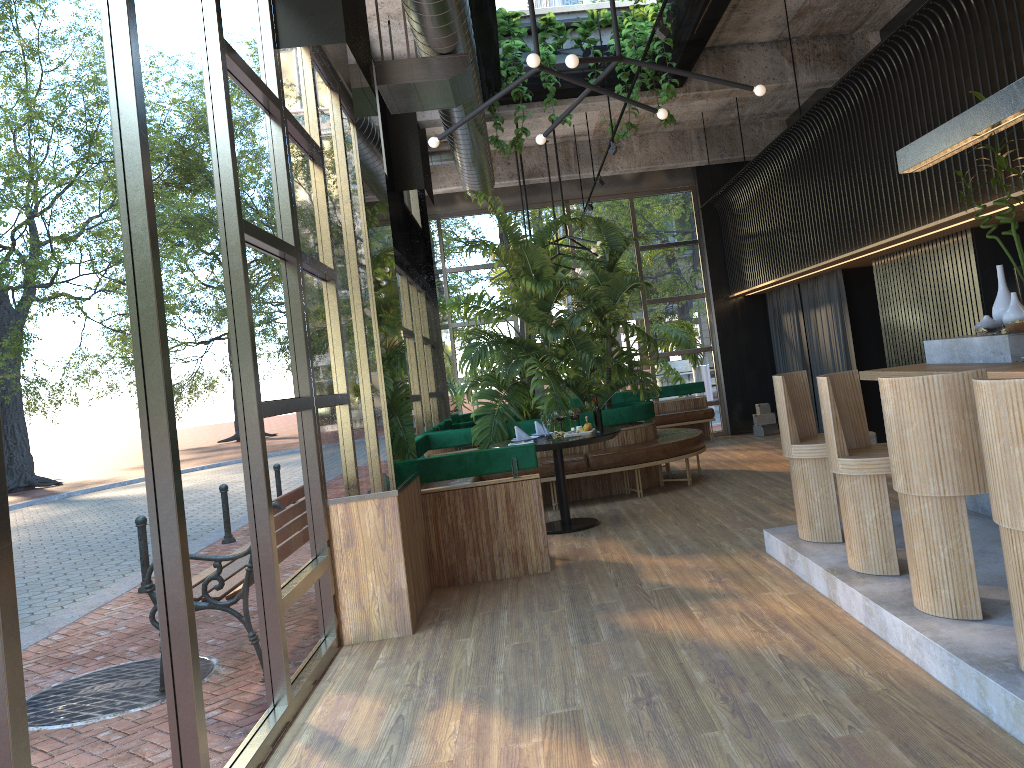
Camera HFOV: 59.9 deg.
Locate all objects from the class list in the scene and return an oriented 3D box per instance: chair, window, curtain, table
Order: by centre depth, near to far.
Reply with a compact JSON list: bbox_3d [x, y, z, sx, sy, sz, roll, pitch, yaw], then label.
[{"bbox_3d":[1.869,0.434,2.902,0.575,0.971,0.518,-5,-3,-42],"label":"chair"},{"bbox_3d":[0.606,-2.048,3.240,4.165,6.504,20.217,-7,0,1],"label":"window"},{"bbox_3d":[1.882,0.421,3.714,0.529,0.971,0.565,-8,-2,22],"label":"chair"},{"bbox_3d":[1.874,0.412,4.459,0.571,0.971,0.522,-6,-2,-27],"label":"chair"},{"bbox_3d":[1.885,0.400,5.265,0.541,0.971,0.553,-7,-2,8],"label":"chair"},{"bbox_3d":[0.411,0.817,7.394,1.153,0.752,1.045,-7,-1,-33],"label":"table"},{"bbox_3d":[3.837,-0.337,11.487,0.122,2.062,3.251,-7,0,1],"label":"curtain"}]

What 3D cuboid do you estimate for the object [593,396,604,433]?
[{"bbox_3d":[0.706,0.251,7.325,0.067,0.299,0.070,-8,-3,14],"label":"object"}]

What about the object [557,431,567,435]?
[{"bbox_3d":[0.419,0.420,7.568,0.097,0.028,0.129,-7,1,13],"label":"object"}]

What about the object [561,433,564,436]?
[{"bbox_3d":[0.421,0.421,7.414,0.032,0.031,0.040,-8,-1,23],"label":"object"}]

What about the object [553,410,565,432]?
[{"bbox_3d":[0.414,0.333,7.704,0.105,0.201,0.099,-6,-2,-13],"label":"object"}]

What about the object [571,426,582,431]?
[{"bbox_3d":[0.587,0.376,7.541,0.193,0.038,0.064,-7,0,31],"label":"object"}]

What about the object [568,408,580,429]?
[{"bbox_3d":[0.543,0.317,7.673,0.105,0.201,0.099,-6,-2,-13],"label":"object"}]

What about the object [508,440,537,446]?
[{"bbox_3d":[0.095,0.472,7.174,0.257,0.019,0.156,-7,1,-3],"label":"object"}]

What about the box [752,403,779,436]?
[{"bbox_3d":[3.577,0.499,12.580,0.340,0.443,0.273,-7,-2,-13],"label":"box"}]

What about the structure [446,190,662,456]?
[{"bbox_3d":[0.447,-0.515,9.807,2.505,3.442,2.586,-7,-2,-17],"label":"structure"}]

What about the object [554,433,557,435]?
[{"bbox_3d":[0.366,0.429,7.590,0.024,0.025,0.047,-7,0,18],"label":"object"}]

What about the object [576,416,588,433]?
[{"bbox_3d":[0.580,0.335,7.352,0.144,0.124,0.096,-7,-2,-21],"label":"object"}]

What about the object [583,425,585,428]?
[{"bbox_3d":[0.646,0.369,7.643,0.059,0.072,0.207,-7,0,-9],"label":"object"}]

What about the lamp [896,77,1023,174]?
[{"bbox_3d":[3.700,-2.566,2.795,5.052,2.136,6.638,-7,0,-7],"label":"lamp"}]

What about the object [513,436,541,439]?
[{"bbox_3d":[0.112,0.463,7.679,0.166,0.019,0.242,-8,1,-42],"label":"object"}]

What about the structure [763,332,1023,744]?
[{"bbox_3d":[4.381,-0.114,2.544,5.887,1.733,7.072,-7,1,-2],"label":"structure"}]

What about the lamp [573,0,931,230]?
[{"bbox_3d":[0.921,-2.591,7.807,3.822,1.534,9.936,-7,1,-3],"label":"lamp"}]

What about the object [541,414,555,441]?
[{"bbox_3d":[0.298,0.350,7.186,0.100,0.209,0.110,-8,-3,33],"label":"object"}]

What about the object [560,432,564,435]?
[{"bbox_3d":[0.423,0.419,7.505,0.033,0.032,0.037,-7,-1,-4],"label":"object"}]

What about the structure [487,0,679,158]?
[{"bbox_3d":[0.779,-2.986,8.544,2.085,1.519,1.468,-7,-1,27],"label":"structure"}]

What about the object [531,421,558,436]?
[{"bbox_3d":[0.278,0.385,7.771,0.240,0.139,0.225,-7,0,-18],"label":"object"}]

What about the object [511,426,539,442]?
[{"bbox_3d":[0.102,0.412,7.433,0.240,0.139,0.225,-7,0,-18],"label":"object"}]

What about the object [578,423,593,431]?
[{"bbox_3d":[0.613,0.360,7.443,0.099,0.064,0.161,-7,0,-31],"label":"object"}]

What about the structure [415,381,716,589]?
[{"bbox_3d":[2.013,0.270,3.213,6.068,1.551,19.970,-7,1,0],"label":"structure"}]

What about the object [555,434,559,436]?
[{"bbox_3d":[0.382,0.431,7.473,0.033,0.019,0.038,-7,0,11],"label":"object"}]

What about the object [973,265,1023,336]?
[{"bbox_3d":[2.820,-0.488,5.085,0.332,0.398,0.303,-6,-2,-43],"label":"object"}]

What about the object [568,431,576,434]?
[{"bbox_3d":[0.512,0.399,7.434,0.102,0.013,0.221,-7,1,4],"label":"object"}]

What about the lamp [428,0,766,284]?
[{"bbox_3d":[1.890,-2.496,3.613,5.118,1.826,18.768,-7,1,0],"label":"lamp"}]

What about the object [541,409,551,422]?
[{"bbox_3d":[0.290,0.330,7.353,0.096,0.245,0.089,-6,-3,-19],"label":"object"}]

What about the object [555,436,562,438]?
[{"bbox_3d":[0.385,0.435,7.371,0.062,0.013,0.146,-7,1,-5],"label":"object"}]

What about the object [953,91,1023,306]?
[{"bbox_3d":[2.935,-0.933,5.105,0.640,1.552,0.613,-9,-3,37],"label":"object"}]

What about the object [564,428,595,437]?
[{"bbox_3d":[0.571,0.407,7.441,0.236,0.019,0.357,-7,1,9],"label":"object"}]

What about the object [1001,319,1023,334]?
[{"bbox_3d":[2.770,-0.317,4.831,0.189,0.073,0.231,-7,0,18],"label":"object"}]
